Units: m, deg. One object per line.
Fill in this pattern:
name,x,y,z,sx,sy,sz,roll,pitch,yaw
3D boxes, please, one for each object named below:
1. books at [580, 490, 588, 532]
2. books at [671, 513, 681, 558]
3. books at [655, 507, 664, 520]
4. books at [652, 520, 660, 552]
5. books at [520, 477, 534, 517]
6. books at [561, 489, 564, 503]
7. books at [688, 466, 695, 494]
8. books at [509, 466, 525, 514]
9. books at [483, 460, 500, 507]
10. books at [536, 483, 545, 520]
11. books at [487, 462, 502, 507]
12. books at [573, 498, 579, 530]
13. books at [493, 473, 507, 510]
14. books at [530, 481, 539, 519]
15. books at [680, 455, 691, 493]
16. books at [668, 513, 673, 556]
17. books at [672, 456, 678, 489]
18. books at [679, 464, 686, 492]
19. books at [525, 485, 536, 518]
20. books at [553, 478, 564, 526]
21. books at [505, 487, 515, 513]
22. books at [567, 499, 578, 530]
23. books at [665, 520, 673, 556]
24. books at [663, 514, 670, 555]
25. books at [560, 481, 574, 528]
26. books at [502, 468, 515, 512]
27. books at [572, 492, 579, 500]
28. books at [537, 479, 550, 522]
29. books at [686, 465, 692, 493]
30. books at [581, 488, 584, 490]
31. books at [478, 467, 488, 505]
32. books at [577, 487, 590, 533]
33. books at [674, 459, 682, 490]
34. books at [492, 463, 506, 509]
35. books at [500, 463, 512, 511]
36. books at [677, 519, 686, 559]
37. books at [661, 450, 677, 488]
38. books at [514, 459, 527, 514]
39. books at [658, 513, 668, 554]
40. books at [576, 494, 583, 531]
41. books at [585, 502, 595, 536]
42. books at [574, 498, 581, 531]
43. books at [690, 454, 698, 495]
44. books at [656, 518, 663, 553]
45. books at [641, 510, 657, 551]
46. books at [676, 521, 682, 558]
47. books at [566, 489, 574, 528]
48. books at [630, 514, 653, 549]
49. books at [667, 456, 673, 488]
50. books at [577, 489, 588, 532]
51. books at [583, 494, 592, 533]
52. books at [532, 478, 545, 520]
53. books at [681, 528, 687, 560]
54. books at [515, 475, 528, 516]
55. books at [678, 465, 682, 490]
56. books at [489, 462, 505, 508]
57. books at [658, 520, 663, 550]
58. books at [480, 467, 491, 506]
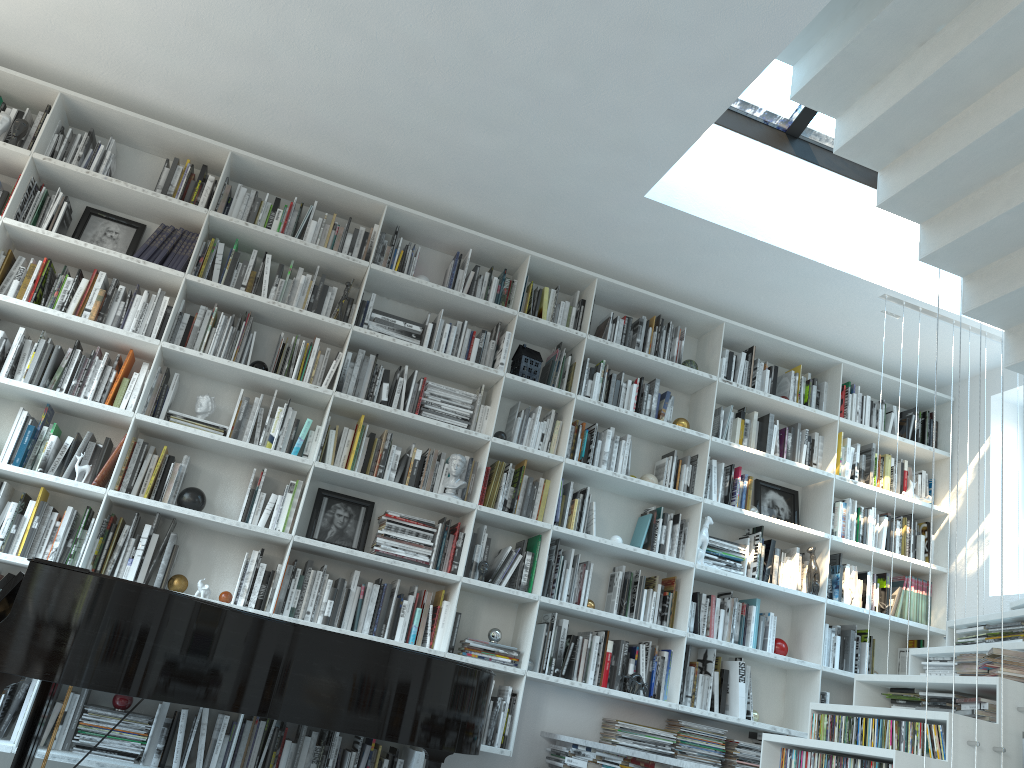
books,0.360,0.722,4.877,0.006,0.272,0.167,17,-21,-14
books,0.887,0.876,4.994,0.012,0.272,0.184,17,-21,-14
books,0.794,0.847,5.000,0.013,0.294,0.154,17,-21,-14
books,0.770,0.875,4.965,0.006,0.209,0.188,17,-21,-14
books,0.051,0.633,4.768,0.027,0.241,0.189,17,-21,-14
books,0.234,0.701,4.850,0.007,0.243,0.146,17,-21,-14
books,1.000,0.589,5.132,0.012,0.205,0.170,17,-21,-14
books,0.005,0.595,4.766,0.019,0.292,0.182,17,-21,-14
books,-0.129,0.560,4.746,0.035,0.292,0.145,17,-21,-14
books,0.126,0.668,4.825,0.019,0.247,0.149,17,-21,-14
books,-0.121,0.566,4.759,0.035,0.292,0.145,17,-21,-14
books,0.317,0.740,4.856,0.014,0.208,0.157,17,-21,-14
books,-0.082,0.605,4.751,0.015,0.231,0.180,17,-21,-14
books,0.089,0.656,4.805,0.028,0.238,0.146,17,-21,-14
books,0.970,0.554,5.129,0.016,0.256,0.176,17,-21,-14
books,0.860,0.875,5.009,0.032,0.273,0.155,17,-21,-14
books,0.900,0.544,5.124,0.016,0.243,0.152,17,-21,-14
books,0.948,0.578,5.125,0.013,0.201,0.174,17,-21,-14
books,0.068,0.660,4.775,0.034,0.203,0.182,17,-21,-14
books,0.225,0.670,4.834,0.035,0.286,0.192,17,-21,-14
books,-0.037,0.652,4.778,0.030,0.180,0.132,17,-21,-14
books,0.302,0.734,4.823,0.017,0.191,0.192,17,-21,-14
books,0.842,0.889,4.982,0.012,0.223,0.178,17,-21,-14
books,0.830,0.871,4.991,0.015,0.258,0.152,17,-21,-14
books,0.270,0.682,4.830,0.013,0.278,0.192,17,-21,-14
books,-0.050,0.600,4.786,0.035,0.277,0.139,17,-21,-14
books,0.310,0.721,4.859,0.008,0.241,0.169,17,-21,-14
books,0.147,0.663,4.831,0.033,0.267,0.142,17,-21,-14
books,0.978,0.581,5.122,0.013,0.203,0.174,17,-21,-14
books,0.369,0.727,4.924,0.011,0.299,0.089,17,-21,-14
books,-0.181,0.573,4.741,0.014,0.243,0.145,17,-21,-14
books,0.370,0.718,4.881,0.013,0.286,0.159,17,-21,-14
books,0.924,0.560,5.129,0.016,0.227,0.160,17,-21,-14
books,-0.097,0.574,4.765,0.035,0.292,0.145,17,-21,-14
books,-0.059,0.580,4.763,0.019,0.293,0.164,17,-21,-14
books,0.919,0.897,5.003,0.011,0.251,0.169,17,-21,-14
books,0.891,0.526,5.114,0.015,0.266,0.164,17,-21,-14
books,0.015,0.584,4.794,0.022,0.336,0.170,17,-21,-14
books,0.816,0.864,4.987,0.018,0.262,0.165,17,-21,-14
books,0.340,0.732,4.870,0.017,0.242,0.133,17,-21,-14
books,0.417,0.764,4.863,0.051,0.209,0.177,17,-21,-14
books,0.330,0.739,4.851,0.007,0.211,0.158,17,-21,-14
books,1.017,0.557,5.141,0.005,0.277,0.183,17,-21,-14
books,0.780,0.874,4.969,0.013,0.218,0.188,17,-21,-14
books,0.753,0.846,4.975,0.021,0.263,0.174,17,-21,-14
books,0.901,0.902,5.015,0.013,0.244,0.159,17,-21,-14
books,0.285,0.709,4.858,0.013,0.255,0.145,17,-21,-14
books,0.714,0.849,4.968,0.056,0.240,0.154,17,-21,-14
books,0.872,0.542,5.116,0.012,0.231,0.154,17,-21,-14
books,0.356,0.720,4.870,0.006,0.269,0.179,17,-21,-14
books,0.385,0.742,4.888,0.007,0.253,0.161,17,-21,-14
books,0.115,0.650,4.810,0.032,0.265,0.143,17,-21,-14
books,0.926,0.925,5.014,0.023,0.211,0.165,17,-21,-14
books,0.023,0.629,4.787,0.033,0.252,0.175,17,-21,-14
books,0.933,0.575,5.133,0.012,0.205,0.138,17,-21,-14
books,-0.104,0.566,4.748,0.035,0.292,0.145,17,-21,-14
books,0.796,0.880,4.992,0.007,0.229,0.147,17,-21,-14
books,-0.170,0.579,4.755,0.013,0.246,0.177,17,-21,-14
